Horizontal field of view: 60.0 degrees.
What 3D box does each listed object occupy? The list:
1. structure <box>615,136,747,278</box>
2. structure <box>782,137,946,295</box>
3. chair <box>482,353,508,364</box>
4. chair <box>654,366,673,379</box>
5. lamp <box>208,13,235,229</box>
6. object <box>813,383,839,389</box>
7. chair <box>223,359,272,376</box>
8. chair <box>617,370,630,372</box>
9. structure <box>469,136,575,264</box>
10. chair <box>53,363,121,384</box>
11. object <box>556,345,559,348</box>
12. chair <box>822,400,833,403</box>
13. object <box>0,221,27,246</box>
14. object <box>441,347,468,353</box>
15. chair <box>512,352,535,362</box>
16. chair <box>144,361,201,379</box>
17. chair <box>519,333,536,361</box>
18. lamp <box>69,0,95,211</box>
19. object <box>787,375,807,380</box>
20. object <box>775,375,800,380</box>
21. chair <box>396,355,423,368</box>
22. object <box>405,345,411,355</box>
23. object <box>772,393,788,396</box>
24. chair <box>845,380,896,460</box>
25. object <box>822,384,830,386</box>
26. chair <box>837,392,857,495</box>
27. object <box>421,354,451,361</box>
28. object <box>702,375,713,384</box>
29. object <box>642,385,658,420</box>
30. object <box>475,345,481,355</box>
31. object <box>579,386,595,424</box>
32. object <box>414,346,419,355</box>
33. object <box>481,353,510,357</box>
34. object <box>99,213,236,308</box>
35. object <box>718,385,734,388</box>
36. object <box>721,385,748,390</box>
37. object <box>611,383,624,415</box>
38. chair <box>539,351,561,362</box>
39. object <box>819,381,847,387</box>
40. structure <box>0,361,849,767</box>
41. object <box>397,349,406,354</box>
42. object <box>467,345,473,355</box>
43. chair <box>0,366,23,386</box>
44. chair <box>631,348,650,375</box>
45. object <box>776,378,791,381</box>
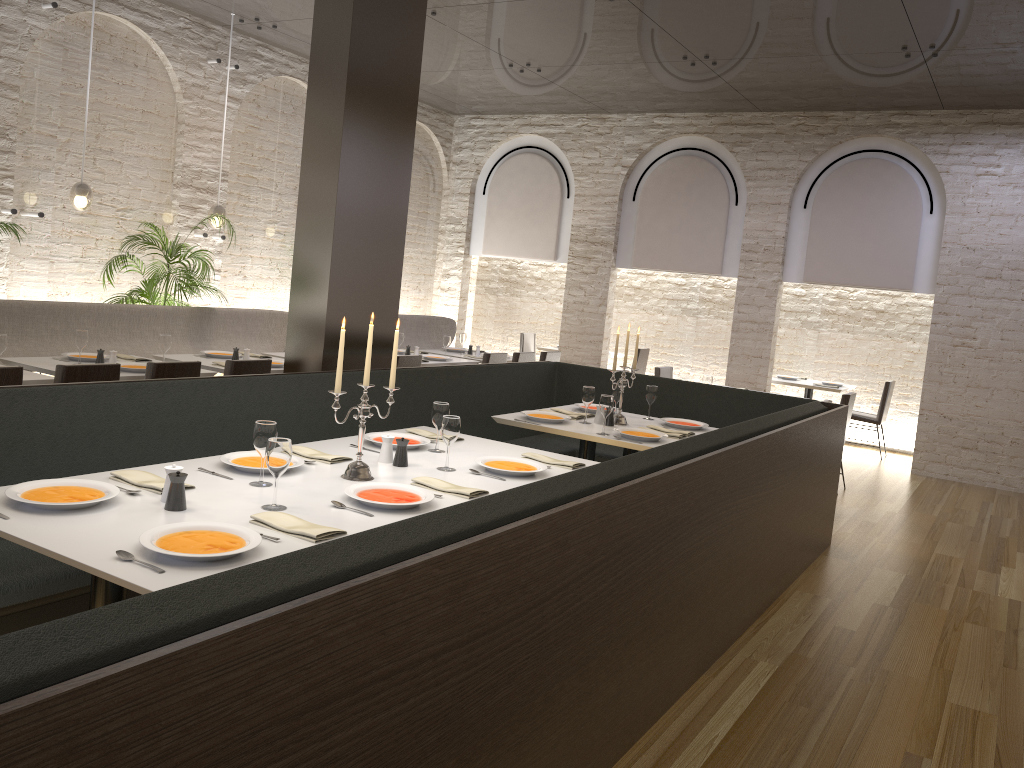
[{"bbox_3d":[2.111,-2.206,10.906,1.638,1.670,0.098,9,5,30],"label":"structure"},{"bbox_3d":[3.926,-1.902,9.841,1.638,1.670,0.098,9,5,30],"label":"structure"},{"bbox_3d":[-0.403,0.112,8.725,0.567,0.903,0.412,9,5,30],"label":"chair"},{"bbox_3d":[1.695,0.310,8.867,0.567,0.903,0.412,9,5,30],"label":"chair"},{"bbox_3d":[-2.750,-2.503,8.480,0.178,2.035,0.178,6,4,9],"label":"lamp"},{"bbox_3d":[3.687,0.024,10.400,0.273,0.033,0.143,9,7,30],"label":"object"},{"bbox_3d":[-1.987,0.251,6.031,0.567,0.903,0.412,9,5,30],"label":"chair"},{"bbox_3d":[1.119,0.361,7.888,0.567,0.903,0.412,9,5,30],"label":"chair"},{"bbox_3d":[0.176,-2.530,12.041,1.638,1.670,0.098,9,5,30],"label":"structure"},{"bbox_3d":[-2.573,0.303,5.035,0.567,0.903,0.412,9,5,30],"label":"chair"},{"bbox_3d":[0.758,-0.520,12.538,0.321,0.036,0.323,3,7,-25],"label":"object"},{"bbox_3d":[2.242,0.549,7.229,0.567,0.903,0.412,9,5,30],"label":"chair"},{"bbox_3d":[-4.187,-0.541,6.388,1.187,1.969,1.150,3,5,-29],"label":"object"},{"bbox_3d":[-0.640,-0.383,10.030,0.321,0.036,0.323,3,7,-22],"label":"object"},{"bbox_3d":[-0.119,0.087,9.208,0.567,0.903,0.412,9,5,30],"label":"chair"},{"bbox_3d":[-2.287,0.277,5.521,0.567,0.903,0.412,9,5,30],"label":"chair"},{"bbox_3d":[0.391,-0.256,12.751,0.567,0.903,0.412,9,5,30],"label":"chair"},{"bbox_3d":[-3.467,-2.440,7.259,0.178,2.035,0.178,7,4,15],"label":"lamp"},{"bbox_3d":[3.600,-0.081,11.267,0.273,0.033,0.143,9,7,30],"label":"object"},{"bbox_3d":[3.413,-0.076,10.981,0.321,0.036,0.323,3,7,-25],"label":"object"},{"bbox_3d":[-1.118,0.175,7.510,0.567,0.903,0.412,9,5,30],"label":"chair"},{"bbox_3d":[-1.039,-0.333,8.863,0.059,0.109,0.059,4,5,-24],"label":"object"},{"bbox_3d":[2.494,0.123,8.360,0.321,0.036,0.323,4,6,-14],"label":"object"},{"bbox_3d":[4.182,0.379,10.527,0.567,0.903,0.412,9,5,30],"label":"chair"},{"bbox_3d":[3.774,0.016,10.554,0.182,0.015,0.038,10,7,31],"label":"object"},{"bbox_3d":[2.818,0.498,8.208,0.567,0.903,0.412,9,5,30],"label":"chair"},{"bbox_3d":[-0.759,-0.255,8.775,0.321,0.036,0.323,3,7,-22],"label":"object"},{"bbox_3d":[1.623,0.043,7.389,0.086,0.230,0.087,3,5,-30],"label":"object"},{"bbox_3d":[0.939,0.127,6.009,0.086,0.230,0.086,6,4,0],"label":"object"},{"bbox_3d":[-0.378,-0.376,9.850,0.059,0.109,0.059,4,5,-24],"label":"object"},{"bbox_3d":[0.470,0.131,5.540,0.086,0.230,0.086,4,5,-24],"label":"object"},{"bbox_3d":[-0.956,-0.325,8.867,0.059,0.109,0.059,4,5,-24],"label":"object"},{"bbox_3d":[-0.181,-0.306,9.758,0.321,0.036,0.323,3,7,-22],"label":"object"},{"bbox_3d":[-3.170,-0.631,8.123,1.144,1.969,1.193,4,5,-19],"label":"object"},{"bbox_3d":[2.035,0.046,8.632,0.321,0.036,0.323,4,6,-14],"label":"object"},{"bbox_3d":[2.223,0.040,8.918,0.273,0.033,0.143,9,7,30],"label":"object"},{"bbox_3d":[0.700,0.111,5.931,0.086,0.230,0.086,4,5,-24],"label":"object"},{"bbox_3d":[0.174,0.062,9.706,0.567,0.903,0.412,9,5,30],"label":"chair"},{"bbox_3d":[3.872,0.001,10.709,0.321,0.036,0.323,3,7,-25],"label":"object"},{"bbox_3d":[-1.461,0.693,2.115,2.378,0.997,10.755,9,7,30],"label":"structure"},{"bbox_3d":[-1.218,-0.332,9.047,0.321,0.036,0.323,3,7,-22],"label":"object"},{"bbox_3d":[-0.461,-0.384,9.846,0.059,0.109,0.059,4,5,-24],"label":"object"},{"bbox_3d":[-2.857,0.327,4.551,0.567,0.903,0.412,9,5,30],"label":"chair"},{"bbox_3d":[1.514,-0.068,12.092,0.567,0.903,0.412,9,5,30],"label":"chair"},{"bbox_3d":[3.314,-0.058,10.825,0.185,0.010,0.017,10,7,30],"label":"object"}]
